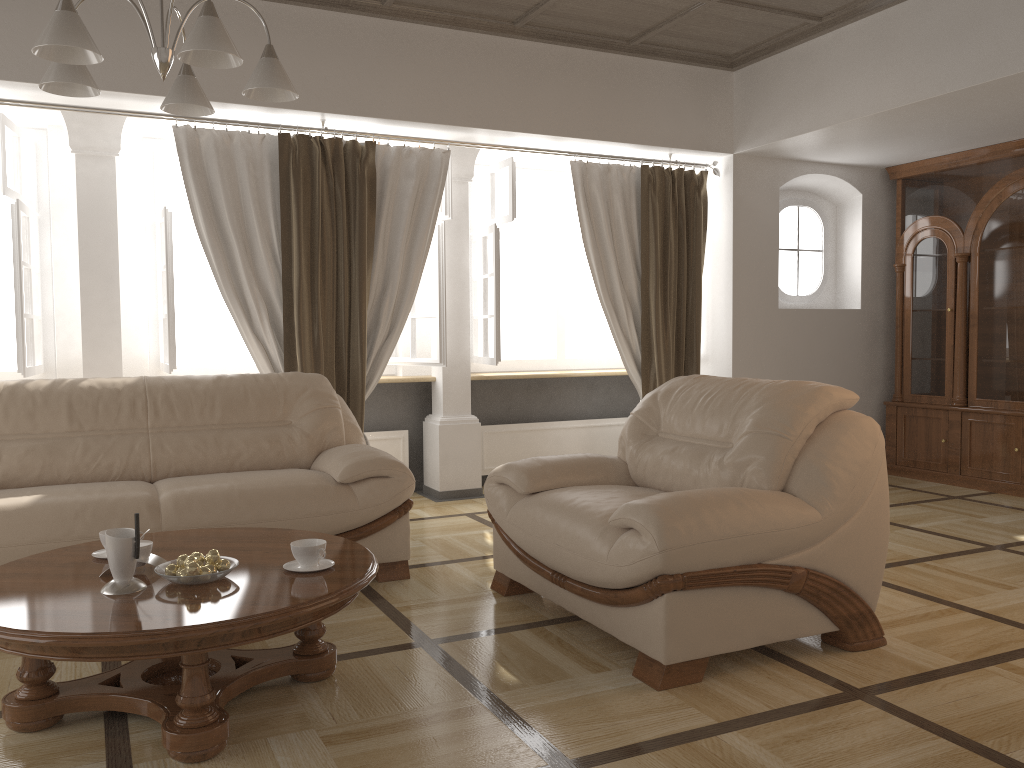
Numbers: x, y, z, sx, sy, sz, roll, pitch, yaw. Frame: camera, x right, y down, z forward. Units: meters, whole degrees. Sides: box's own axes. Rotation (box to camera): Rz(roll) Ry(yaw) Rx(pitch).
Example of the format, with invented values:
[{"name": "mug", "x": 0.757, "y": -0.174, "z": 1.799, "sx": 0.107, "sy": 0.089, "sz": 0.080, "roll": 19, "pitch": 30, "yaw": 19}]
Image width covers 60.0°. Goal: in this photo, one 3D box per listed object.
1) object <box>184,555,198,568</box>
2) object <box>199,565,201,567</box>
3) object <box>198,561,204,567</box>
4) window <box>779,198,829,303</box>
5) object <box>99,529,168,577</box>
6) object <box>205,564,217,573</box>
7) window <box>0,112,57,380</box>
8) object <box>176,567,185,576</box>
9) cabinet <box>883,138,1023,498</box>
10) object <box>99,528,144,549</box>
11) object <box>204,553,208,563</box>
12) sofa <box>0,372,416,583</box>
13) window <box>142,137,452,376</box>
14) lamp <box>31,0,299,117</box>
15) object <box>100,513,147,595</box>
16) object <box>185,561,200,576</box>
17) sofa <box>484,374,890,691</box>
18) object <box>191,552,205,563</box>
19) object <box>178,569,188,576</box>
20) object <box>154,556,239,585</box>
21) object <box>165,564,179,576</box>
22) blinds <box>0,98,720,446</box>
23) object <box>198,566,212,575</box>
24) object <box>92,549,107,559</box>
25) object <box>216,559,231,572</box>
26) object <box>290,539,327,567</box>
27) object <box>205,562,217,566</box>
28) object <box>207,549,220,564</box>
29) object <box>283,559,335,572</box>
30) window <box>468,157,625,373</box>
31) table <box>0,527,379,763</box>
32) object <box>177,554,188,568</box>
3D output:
[{"name": "object", "x": -0.896, "y": 0.499, "z": 2.474, "sx": 0.037, "sy": 0.041, "sz": 0.040, "roll": -1, "pitch": 3, "yaw": -2}, {"name": "object", "x": -0.901, "y": 0.532, "z": 2.518, "sx": 0.039, "sy": 0.038, "sz": 0.041, "roll": 0, "pitch": 3, "yaw": 16}, {"name": "object", "x": -0.909, "y": 0.530, "z": 2.559, "sx": 0.040, "sy": 0.037, "sz": 0.040, "roll": -1, "pitch": 3, "yaw": 0}, {"name": "window", "x": 2.148, "y": -1.001, "z": 6.689, "sx": 0.600, "sy": 0.784, "sz": 0.050, "roll": -2, "pitch": 4, "yaw": -26}, {"name": "object", "x": -1.108, "y": 0.484, "z": 2.606, "sx": 0.178, "sy": 0.133, "sz": 0.104, "roll": -1, "pitch": 3, "yaw": -11}, {"name": "object", "x": -0.860, "y": 0.531, "z": 2.521, "sx": 0.039, "sy": 0.039, "sz": 0.040, "roll": -3, "pitch": 4, "yaw": -36}, {"name": "window", "x": -3.290, "y": -0.700, "z": 4.599, "sx": 1.600, "sy": 1.500, "sz": 0.781, "roll": -2, "pitch": 4, "yaw": -26}, {"name": "object", "x": -0.920, "y": 0.533, "z": 2.480, "sx": 0.038, "sy": 0.040, "sz": 0.039, "roll": -3, "pitch": 4, "yaw": -35}, {"name": "cabinet", "x": 3.559, "y": -0.423, "z": 5.753, "sx": 0.587, "sy": 2.298, "sz": 2.360, "roll": -2, "pitch": 4, "yaw": -26}, {"name": "object", "x": -1.246, "y": 0.501, "z": 2.810, "sx": 0.105, "sy": 0.071, "sz": 0.114, "roll": 1, "pitch": 4, "yaw": 25}, {"name": "object", "x": -0.880, "y": 0.511, "z": 2.594, "sx": 0.039, "sy": 0.039, "sz": 0.041, "roll": 1, "pitch": 3, "yaw": 24}, {"name": "sofa", "x": -1.589, "y": 0.425, "z": 3.907, "sx": 2.135, "sy": 0.900, "sz": 1.051, "roll": -2, "pitch": 4, "yaw": -26}, {"name": "window", "x": -1.327, "y": -0.770, "z": 5.553, "sx": 1.759, "sy": 1.500, "sz": 0.784, "roll": -2, "pitch": 4, "yaw": -26}, {"name": "lamp", "x": -0.982, "y": -1.411, "z": 2.537, "sx": 0.713, "sy": 1.094, "sz": 0.741, "roll": -2, "pitch": 4, "yaw": -26}, {"name": "object", "x": -1.064, "y": 0.456, "z": 2.423, "sx": 0.119, "sy": 0.210, "sz": 0.119, "roll": 2, "pitch": 4, "yaw": 42}, {"name": "object", "x": -0.874, "y": 0.508, "z": 2.428, "sx": 0.038, "sy": 0.042, "sz": 0.038, "roll": -2, "pitch": 3, "yaw": -18}, {"name": "sofa", "x": 0.609, "y": 0.433, "z": 3.411, "sx": 1.052, "sy": 0.900, "sz": 1.318, "roll": -2, "pitch": 4, "yaw": -26}, {"name": "object", "x": -0.919, "y": 0.511, "z": 2.593, "sx": 0.040, "sy": 0.040, "sz": 0.038, "roll": 3, "pitch": 4, "yaw": 43}, {"name": "object", "x": -0.898, "y": 0.528, "z": 2.449, "sx": 0.039, "sy": 0.039, "sz": 0.041, "roll": 2, "pitch": 4, "yaw": 42}, {"name": "object", "x": -0.893, "y": 0.535, "z": 2.518, "sx": 0.227, "sy": 0.039, "sz": 0.227, "roll": -1, "pitch": 3, "yaw": -1}, {"name": "object", "x": -0.957, "y": 0.526, "z": 2.495, "sx": 0.037, "sy": 0.040, "sz": 0.041, "roll": -1, "pitch": 3, "yaw": -13}, {"name": "blinds", "x": -1.148, "y": -0.344, "z": 5.009, "sx": 5.765, "sy": 2.294, "sz": 0.285, "roll": -2, "pitch": 4, "yaw": -26}, {"name": "object", "x": -0.854, "y": 0.525, "z": 2.456, "sx": 0.041, "sy": 0.041, "sz": 0.038, "roll": -3, "pitch": 4, "yaw": -41}, {"name": "object", "x": -1.248, "y": 0.536, "z": 2.808, "sx": 0.150, "sy": 0.010, "sz": 0.150, "roll": -3, "pitch": 4, "yaw": -40}, {"name": "object", "x": -0.829, "y": 0.523, "z": 2.547, "sx": 0.039, "sy": 0.039, "sz": 0.040, "roll": -1, "pitch": 3, "yaw": -15}, {"name": "object", "x": -0.602, "y": 0.506, "z": 2.624, "sx": 0.105, "sy": 0.071, "sz": 0.114, "roll": -1, "pitch": 3, "yaw": -11}, {"name": "object", "x": -0.868, "y": 0.529, "z": 2.561, "sx": 0.040, "sy": 0.038, "sz": 0.039, "roll": -1, "pitch": 3, "yaw": -1}, {"name": "object", "x": -0.855, "y": 0.495, "z": 2.539, "sx": 0.038, "sy": 0.044, "sz": 0.038, "roll": -2, "pitch": 3, "yaw": -19}, {"name": "object", "x": -0.602, "y": 0.540, "z": 2.631, "sx": 0.150, "sy": 0.010, "sz": 0.150, "roll": -3, "pitch": 4, "yaw": -36}, {"name": "window", "x": 0.472, "y": -0.834, "z": 6.401, "sx": 1.653, "sy": 1.500, "sz": 0.782, "roll": -2, "pitch": 4, "yaw": -26}, {"name": "table", "x": -0.986, "y": 0.744, "z": 2.645, "sx": 1.169, "sy": 0.392, "sz": 1.167, "roll": -2, "pitch": 4, "yaw": -30}, {"name": "object", "x": -0.927, "y": 0.502, "z": 2.506, "sx": 0.040, "sy": 0.039, "sz": 0.038, "roll": -3, "pitch": 4, "yaw": -41}]
